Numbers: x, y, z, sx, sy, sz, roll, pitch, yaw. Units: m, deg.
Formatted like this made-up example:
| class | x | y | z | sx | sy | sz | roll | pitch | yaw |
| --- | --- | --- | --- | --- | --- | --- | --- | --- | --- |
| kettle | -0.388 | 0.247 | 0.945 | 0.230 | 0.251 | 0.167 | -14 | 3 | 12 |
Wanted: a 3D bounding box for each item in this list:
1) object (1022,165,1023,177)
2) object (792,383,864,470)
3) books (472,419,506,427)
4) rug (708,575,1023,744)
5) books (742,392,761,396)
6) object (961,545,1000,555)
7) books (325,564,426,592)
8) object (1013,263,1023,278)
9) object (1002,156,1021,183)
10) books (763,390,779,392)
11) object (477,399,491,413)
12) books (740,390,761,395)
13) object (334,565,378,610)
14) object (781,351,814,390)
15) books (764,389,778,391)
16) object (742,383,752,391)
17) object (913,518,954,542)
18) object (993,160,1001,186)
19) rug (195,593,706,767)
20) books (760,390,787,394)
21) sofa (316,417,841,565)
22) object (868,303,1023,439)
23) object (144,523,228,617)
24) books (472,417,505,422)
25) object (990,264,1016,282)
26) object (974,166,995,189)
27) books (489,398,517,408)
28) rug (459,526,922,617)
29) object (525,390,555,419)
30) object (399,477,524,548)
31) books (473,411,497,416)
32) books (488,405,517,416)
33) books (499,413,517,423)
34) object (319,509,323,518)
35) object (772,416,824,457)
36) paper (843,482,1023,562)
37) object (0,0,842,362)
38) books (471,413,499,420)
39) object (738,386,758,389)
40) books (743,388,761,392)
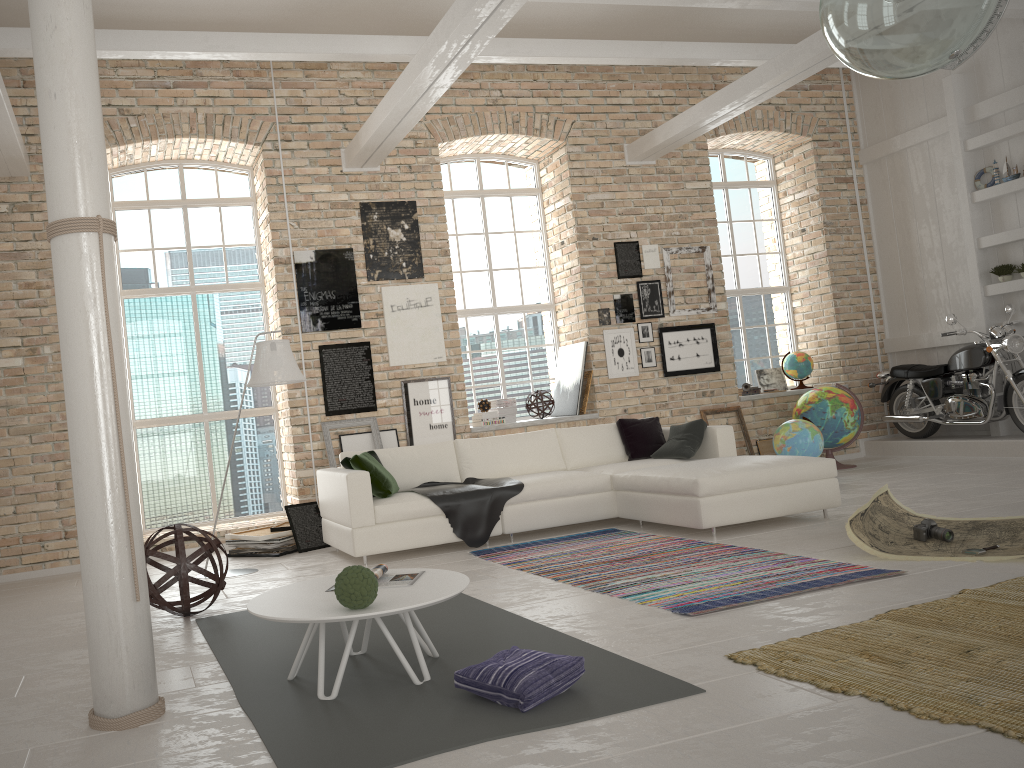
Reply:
| class | x | y | z | sx | sy | sz | roll | pitch | yaw |
| --- | --- | --- | --- | --- | --- | --- | --- | --- | --- |
| object | 4.997 | -2.062 | 8.617 | 0.106 | 0.120 | 0.108 | -6 | -2 | -3 |
| object | 3.341 | 0.462 | 9.439 | 0.699 | 0.925 | 0.611 | -8 | -3 | 45 |
| books | -0.237 | 0.397 | 9.079 | 0.264 | 0.048 | 0.229 | -6 | -1 | -24 |
| rug | 2.076 | 0.876 | 3.085 | 2.090 | 0.021 | 1.614 | -6 | -1 | -26 |
| books | 2.655 | 0.124 | 10.122 | 0.246 | 0.025 | 0.210 | -6 | -1 | -19 |
| object | 2.465 | 0.863 | 4.647 | 0.217 | 0.019 | 0.101 | -6 | -1 | -23 |
| books | -0.580 | 0.819 | 3.805 | 0.383 | 0.048 | 0.297 | -6 | -1 | 10 |
| object | 5.033 | -1.114 | 8.703 | 0.219 | 0.158 | 0.236 | -5 | -2 | -29 |
| object | 4.890 | -2.121 | 8.756 | 0.063 | 0.261 | 0.237 | -6 | -2 | -10 |
| books | 2.912 | 0.077 | 10.003 | 0.099 | 0.014 | 0.142 | -5 | -2 | -39 |
| object | -0.284 | 0.222 | 9.146 | 0.145 | 0.137 | 0.140 | -7 | -2 | 7 |
| books | 2.650 | 0.099 | 10.127 | 0.244 | 0.030 | 0.212 | -6 | -1 | -21 |
| object | -0.575 | 0.754 | 3.302 | 0.150 | 0.164 | 0.175 | -4 | -3 | -44 |
| object | 3.348 | -0.163 | 10.404 | 0.320 | 0.465 | 0.339 | -6 | -2 | -15 |
| books | 2.903 | 0.065 | 10.009 | 0.109 | 0.013 | 0.124 | -8 | -2 | 45 |
| object | 2.679 | 0.030 | 10.151 | 0.099 | 0.090 | 0.456 | -7 | -2 | 19 |
| object | 2.395 | 0.830 | 5.057 | 0.143 | 0.124 | 0.176 | -6 | -2 | -21 |
| object | 4.849 | -2.116 | 8.924 | 0.071 | 0.267 | 0.064 | -8 | -3 | 23 |
| rug | -0.581 | 1.193 | 4.047 | 1.375 | 0.042 | 2.836 | -6 | -1 | -24 |
| books | 2.925 | 0.092 | 9.999 | 0.219 | 0.022 | 0.183 | -6 | -1 | -20 |
| sofa | 0.351 | 0.778 | 6.787 | 3.150 | 0.842 | 2.258 | -6 | -2 | -20 |
| object | 4.595 | -0.088 | 9.124 | 0.773 | 1.329 | 2.278 | -5 | -2 | -28 |
| object | -1.944 | 1.095 | 5.255 | 0.502 | 0.543 | 0.581 | -4 | -3 | -45 |
| books | -0.239 | 0.361 | 9.081 | 0.259 | 0.024 | 0.229 | -6 | -1 | -24 |
| object | 4.916 | -1.107 | 8.918 | 0.245 | 0.180 | 0.236 | -8 | -2 | 40 |
| object | 4.818 | -2.090 | 9.058 | 0.067 | 0.229 | 0.247 | -5 | -2 | -32 |
| books | -0.132 | 0.204 | 9.448 | 0.284 | 0.085 | 0.244 | -5 | -2 | -40 |
| rug | 0.795 | 1.078 | 5.395 | 1.346 | 0.008 | 2.800 | -6 | -1 | -24 |
| object | 0.290 | 0.214 | 9.267 | 0.289 | 0.308 | 0.323 | -5 | -2 | -30 |
| object | -0.408 | 0.993 | 6.916 | 0.856 | 0.464 | 0.810 | -6 | -2 | -22 |
| books | -0.274 | 0.300 | 9.088 | 0.174 | 0.030 | 0.186 | -5 | -2 | -32 |
| books | -0.116 | 0.288 | 9.453 | 0.226 | 0.088 | 0.333 | -6 | -2 | -27 |
| books | -0.107 | 0.370 | 9.448 | 0.230 | 0.088 | 0.327 | -6 | -1 | -17 |
| object | -1.660 | 1.243 | 7.605 | 0.252 | 0.331 | 0.166 | -5 | -3 | -42 |
| object | 2.726 | 0.631 | 8.466 | 0.468 | 0.632 | 0.427 | -7 | -2 | 20 |
| paper | 2.610 | 0.736 | 5.035 | 1.130 | 0.265 | 1.373 | -7 | -2 | 34 |
| object | 1.714 | -1.442 | 4.319 | 9.723 | 4.801 | 12.348 | -6 | -2 | -21 |
| books | -0.277 | 0.335 | 9.085 | 0.191 | 0.041 | 0.206 | -5 | -2 | -35 |
| object | 2.656 | 0.050 | 10.122 | 0.205 | 0.021 | 0.165 | -6 | -1 | -20 |
| books | 2.656 | 0.073 | 10.133 | 0.245 | 0.026 | 0.213 | -6 | -1 | -25 |
